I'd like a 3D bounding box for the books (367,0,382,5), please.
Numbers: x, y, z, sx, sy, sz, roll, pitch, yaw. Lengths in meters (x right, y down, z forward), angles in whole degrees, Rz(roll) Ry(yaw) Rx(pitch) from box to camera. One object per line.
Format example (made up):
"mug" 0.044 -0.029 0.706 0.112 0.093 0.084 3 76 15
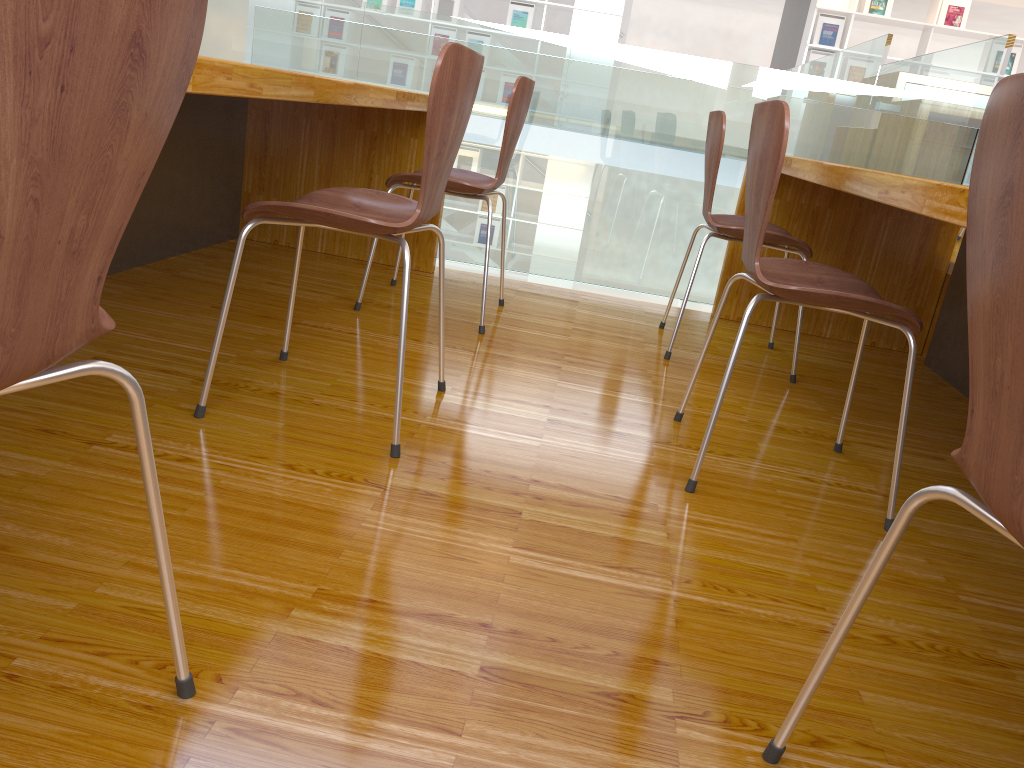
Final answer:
"books" -1.336 -3.752 8.643 0.145 0.210 0.037 11 17 4

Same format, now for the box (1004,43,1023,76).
"box" 4.564 -3.020 8.271 0.245 0.296 0.274 11 17 4

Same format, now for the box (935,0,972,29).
"box" 4.069 -3.436 8.212 0.245 0.296 0.274 11 17 4

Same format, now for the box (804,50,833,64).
"box" 2.933 -3.016 8.483 0.245 0.296 0.274 11 17 4

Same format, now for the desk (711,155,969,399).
"desk" 0.957 -0.011 1.597 0.760 0.606 3.356 11 17 4

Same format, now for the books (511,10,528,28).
"books" 0.067 -3.482 8.540 0.145 0.210 0.037 11 17 4

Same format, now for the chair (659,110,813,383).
"chair" 0.701 -0.421 2.629 0.381 0.693 0.428 11 17 4

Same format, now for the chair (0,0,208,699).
"chair" -0.474 0.009 0.609 0.381 0.693 0.428 11 17 4

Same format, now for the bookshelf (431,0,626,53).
"bookshelf" -0.763 -3.694 8.695 3.666 1.836 0.498 11 17 4

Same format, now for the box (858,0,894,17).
"box" 3.404 -3.564 8.263 0.245 0.296 0.274 11 17 4

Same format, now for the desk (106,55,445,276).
"desk" -1.076 -0.175 1.721 1.248 1.022 3.216 11 17 4

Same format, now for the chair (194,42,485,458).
"chair" -0.300 -0.290 1.661 0.381 0.693 0.428 11 17 4

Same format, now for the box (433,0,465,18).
"box" -0.622 -3.681 8.684 0.245 0.296 0.274 11 17 4

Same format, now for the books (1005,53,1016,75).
"books" 4.549 -2.952 8.185 0.145 0.210 0.037 11 17 4

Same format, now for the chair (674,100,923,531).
"chair" 0.581 -0.153 1.703 0.381 0.693 0.428 11 17 4

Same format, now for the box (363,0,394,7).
"box" -1.316 -3.815 8.734 0.245 0.296 0.274 11 17 4

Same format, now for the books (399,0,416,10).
"books" -1.017 -3.694 8.622 0.145 0.210 0.037 11 17 4

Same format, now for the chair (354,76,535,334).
"chair" -0.180 -0.558 2.587 0.381 0.693 0.428 11 17 4

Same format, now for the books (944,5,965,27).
"books" 4.052 -3.354 8.132 0.145 0.210 0.037 11 17 4

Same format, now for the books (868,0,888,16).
"books" 3.381 -3.499 8.177 0.145 0.210 0.037 11 17 4

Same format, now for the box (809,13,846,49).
"box" 2.979 -3.327 8.387 0.245 0.296 0.274 11 17 4

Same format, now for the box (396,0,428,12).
"box" -0.984 -3.751 8.710 0.245 0.296 0.274 11 17 4

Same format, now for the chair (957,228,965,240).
"chair" 2.426 -0.945 4.078 0.428 0.693 0.381 11 17 4

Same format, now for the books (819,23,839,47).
"books" 2.963 -3.258 8.298 0.145 0.210 0.037 11 17 4

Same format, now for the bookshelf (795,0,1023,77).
"bookshelf" 4.195 -2.737 8.328 2.984 1.836 0.498 11 17 4

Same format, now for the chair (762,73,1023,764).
"chair" 0.481 0.163 0.633 0.381 0.693 0.428 11 17 4

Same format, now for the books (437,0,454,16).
"books" -0.646 -3.615 8.594 0.145 0.210 0.037 11 17 4

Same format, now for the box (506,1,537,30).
"box" 0.087 -3.545 8.631 0.245 0.296 0.274 11 17 4

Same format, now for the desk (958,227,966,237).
"desk" 3.515 -0.971 4.643 3.196 0.757 1.248 11 17 4
